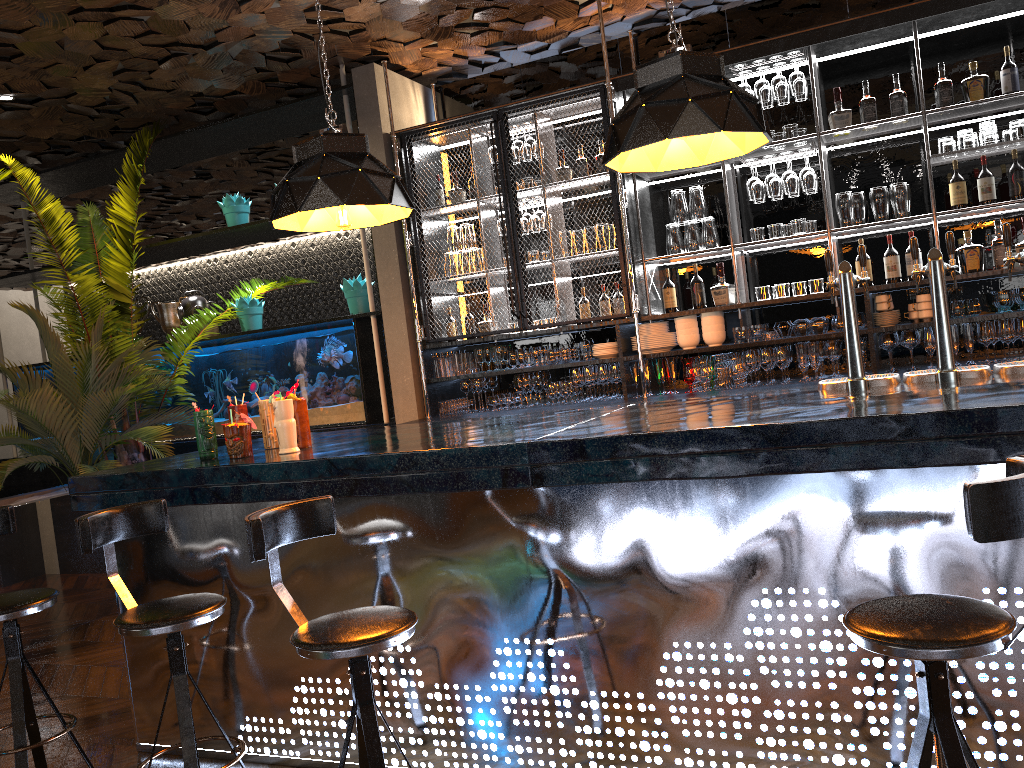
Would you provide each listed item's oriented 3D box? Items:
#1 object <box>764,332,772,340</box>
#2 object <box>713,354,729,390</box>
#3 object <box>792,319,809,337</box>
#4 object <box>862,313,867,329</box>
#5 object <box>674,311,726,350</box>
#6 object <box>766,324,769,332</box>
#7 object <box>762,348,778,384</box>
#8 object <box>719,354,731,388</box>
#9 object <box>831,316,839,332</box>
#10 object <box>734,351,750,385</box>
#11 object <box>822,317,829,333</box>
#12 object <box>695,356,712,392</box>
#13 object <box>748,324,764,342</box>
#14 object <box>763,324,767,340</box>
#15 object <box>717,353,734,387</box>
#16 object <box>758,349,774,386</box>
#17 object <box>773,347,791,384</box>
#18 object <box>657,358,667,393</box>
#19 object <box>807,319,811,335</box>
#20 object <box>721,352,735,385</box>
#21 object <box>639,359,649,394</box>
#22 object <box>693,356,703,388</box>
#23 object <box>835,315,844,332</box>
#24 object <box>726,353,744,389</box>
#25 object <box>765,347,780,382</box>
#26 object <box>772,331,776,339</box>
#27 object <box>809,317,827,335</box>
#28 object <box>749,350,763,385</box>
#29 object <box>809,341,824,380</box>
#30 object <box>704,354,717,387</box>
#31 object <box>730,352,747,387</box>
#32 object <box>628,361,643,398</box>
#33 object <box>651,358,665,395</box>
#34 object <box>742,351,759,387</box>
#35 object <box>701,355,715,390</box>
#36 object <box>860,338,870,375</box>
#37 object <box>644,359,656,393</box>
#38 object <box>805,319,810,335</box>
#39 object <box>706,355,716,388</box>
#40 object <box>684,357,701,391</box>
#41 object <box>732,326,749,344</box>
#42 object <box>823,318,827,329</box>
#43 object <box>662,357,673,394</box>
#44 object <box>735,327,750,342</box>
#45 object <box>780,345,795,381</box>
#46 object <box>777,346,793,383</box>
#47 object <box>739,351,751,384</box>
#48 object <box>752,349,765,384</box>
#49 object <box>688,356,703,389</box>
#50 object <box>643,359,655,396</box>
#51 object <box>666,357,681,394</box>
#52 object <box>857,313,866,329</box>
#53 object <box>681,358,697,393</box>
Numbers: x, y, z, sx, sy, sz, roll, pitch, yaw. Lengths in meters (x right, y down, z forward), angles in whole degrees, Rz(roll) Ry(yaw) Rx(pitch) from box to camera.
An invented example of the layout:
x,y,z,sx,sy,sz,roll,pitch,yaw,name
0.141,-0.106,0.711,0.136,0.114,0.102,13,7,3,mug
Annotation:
x,y,z,sx,sy,sz,roll,pitch,yaw,name
1.557,-0.291,5.385,0.044,0.048,0.049,-8,2,-23,object
1.289,-0.073,5.496,0.082,0.213,0.082,-8,2,-33,object
1.738,-0.338,5.335,0.093,0.099,0.093,-5,3,41,object
2.077,-0.377,5.316,0.095,0.096,0.095,-8,2,-25,object
1.189,-0.339,5.604,0.309,0.216,0.149,-6,2,22,object
1.591,-0.330,5.643,0.089,0.100,0.100,-6,2,18,object
1.596,-0.113,5.495,0.084,0.216,0.084,-6,2,17,object
1.326,-0.081,5.576,0.082,0.213,0.082,-7,2,3,object
1.954,-0.361,5.290,0.095,0.096,0.095,-6,2,25,object
1.451,-0.097,5.618,0.082,0.213,0.082,-7,2,12,object
1.895,-0.361,5.438,0.093,0.099,0.093,-7,2,11,object
1.194,-0.063,5.539,0.082,0.213,0.082,-8,2,-37,object
1.497,-0.312,5.443,0.100,0.100,0.089,-8,2,-30,object
1.546,-0.321,5.553,0.100,0.100,0.089,-8,2,-24,object
1.362,-0.088,5.658,0.082,0.213,0.082,-8,2,-34,object
1.541,-0.102,5.376,0.084,0.216,0.084,-5,2,39,object
1.623,-0.111,5.340,0.084,0.216,0.084,-8,2,-23,object
0.986,-0.055,5.809,0.073,0.229,0.073,-7,2,13,object
1.823,-0.355,5.530,0.093,0.099,0.093,-6,2,26,object
1.400,-0.095,5.739,0.082,0.213,0.082,-6,2,24,object
0.878,-0.044,5.849,0.073,0.229,0.073,-7,2,13,object
1.222,-0.076,5.818,0.082,0.213,0.082,-7,2,1,object
1.936,-0.355,5.184,0.095,0.096,0.095,-7,2,-2,object
1.372,-0.082,5.456,0.082,0.213,0.082,-8,2,-36,object
1.647,-0.123,5.618,0.084,0.216,0.084,-6,2,23,object
1.605,-0.300,5.480,0.049,0.048,0.044,-7,2,12,object
1.811,-0.344,5.251,0.093,0.099,0.093,-5,3,43,object
1.515,-0.104,5.536,0.084,0.216,0.084,-6,2,36,object
1.824,-0.140,5.329,0.071,0.226,0.071,-7,2,-4,object
1.308,-0.085,5.777,0.082,0.213,0.082,-8,2,-35,object
1.415,-0.090,5.537,0.082,0.213,0.082,-7,2,5,object
0.800,-0.030,5.725,0.073,0.229,0.073,-7,2,13,object
0.941,-0.046,5.684,0.073,0.229,0.073,-7,2,13,object
1.456,-0.093,5.416,0.084,0.216,0.084,-7,2,12,object
1.234,-0.071,5.616,0.082,0.213,0.082,-7,2,0,object
2.052,-0.158,5.190,0.071,0.217,0.071,-6,2,32,object
0.918,-0.052,5.950,0.073,0.229,0.073,-7,2,13,object
1.782,-0.347,5.434,0.093,0.099,0.093,-7,2,12,object
1.278,-0.079,5.696,0.082,0.213,0.082,-5,3,45,object
1.152,-0.062,5.656,0.082,0.213,0.082,-6,2,16,object
1.401,-0.299,5.425,0.100,0.100,0.089,-6,2,29,object
1.849,-0.352,5.348,0.093,0.099,0.093,-7,2,-4,object
1.010,-0.056,5.727,0.073,0.229,0.073,-7,2,13,object
1.439,-0.308,5.532,0.100,0.100,0.089,-7,2,-3,object
1.732,-0.132,5.587,0.084,0.216,0.084,-9,3,-43,object
1.676,-0.121,5.466,0.084,0.216,0.084,-8,2,-24,object
1.489,-0.105,5.698,0.082,0.213,0.082,-6,2,15,object
1.566,-0.115,5.661,0.084,0.216,0.084,-8,2,-27,object
1.189,-0.069,5.735,0.082,0.213,0.082,-7,2,-16,object
0.883,-0.041,5.764,0.073,0.229,0.073,-7,2,13,object
1.027,-0.055,5.640,0.073,0.229,0.073,-7,2,13,object
2.029,-0.368,5.221,0.095,0.096,0.095,-9,3,-42,object
1.114,-0.055,5.575,0.082,0.213,0.082,-8,2,-37,object
